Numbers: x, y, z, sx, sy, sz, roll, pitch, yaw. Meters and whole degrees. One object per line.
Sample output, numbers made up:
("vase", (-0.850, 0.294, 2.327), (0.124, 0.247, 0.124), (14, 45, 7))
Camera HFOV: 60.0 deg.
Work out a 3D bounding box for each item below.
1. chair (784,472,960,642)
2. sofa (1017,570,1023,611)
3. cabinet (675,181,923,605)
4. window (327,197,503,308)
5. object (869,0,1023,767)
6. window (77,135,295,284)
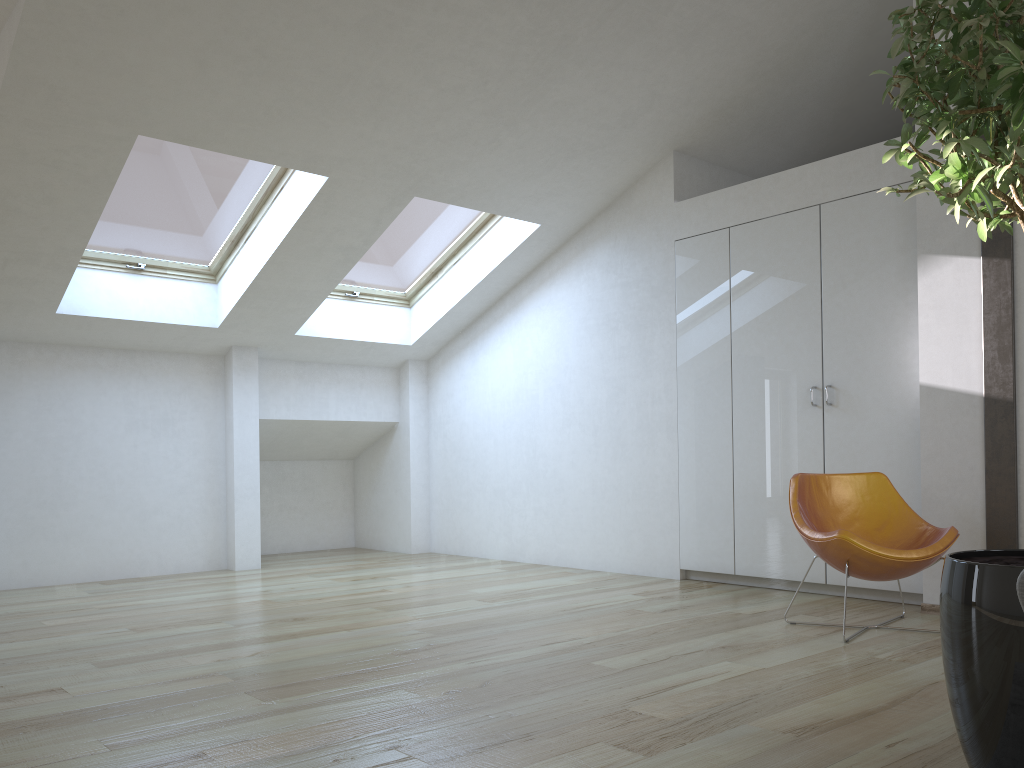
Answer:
("chair", (1.658, 0.773, 4.130), (0.684, 0.722, 0.689), (0, -3, -10))
("sofa", (1.982, 0.565, 1.704), (2.632, 0.682, 0.960), (3, -5, -41))
("cabinet", (1.651, 0.111, 5.251), (0.129, 2.240, 1.682), (-1, -2, -40))
("window", (-0.845, -1.025, 6.715), (1.574, 0.727, 1.782), (3, -6, -41))
("object", (1.252, -0.063, 2.027), (0.779, 2.017, 0.835), (-1, -1, 28))
("window", (-2.125, -1.104, 5.605), (1.574, 0.727, 1.782), (3, -6, -41))
